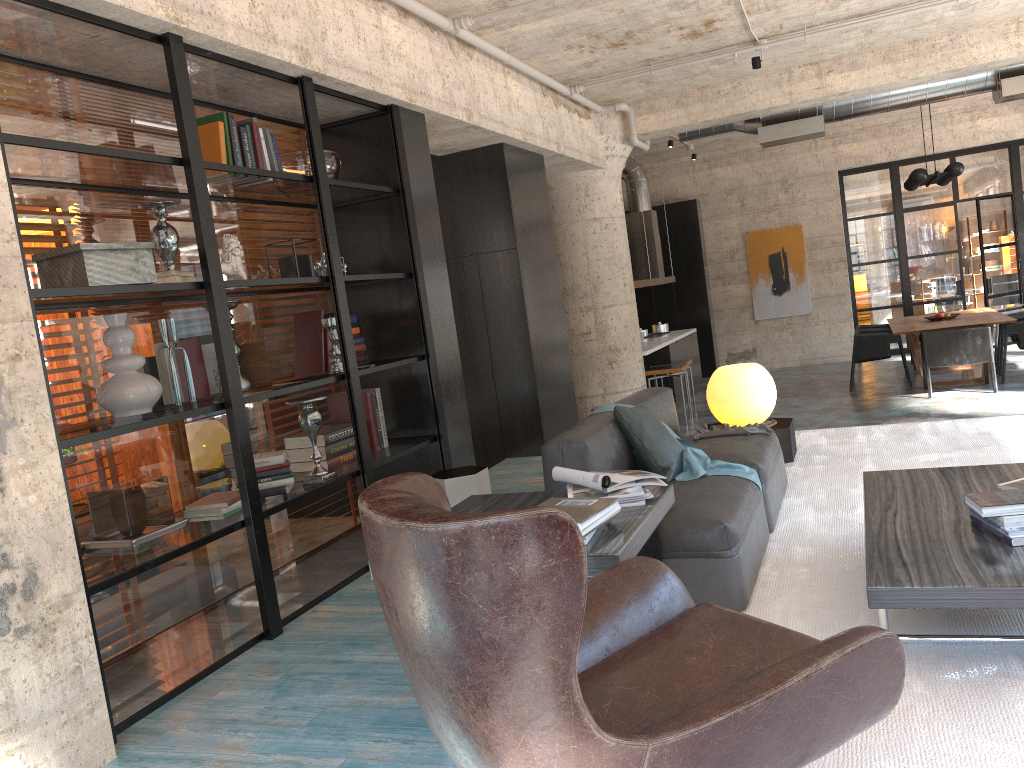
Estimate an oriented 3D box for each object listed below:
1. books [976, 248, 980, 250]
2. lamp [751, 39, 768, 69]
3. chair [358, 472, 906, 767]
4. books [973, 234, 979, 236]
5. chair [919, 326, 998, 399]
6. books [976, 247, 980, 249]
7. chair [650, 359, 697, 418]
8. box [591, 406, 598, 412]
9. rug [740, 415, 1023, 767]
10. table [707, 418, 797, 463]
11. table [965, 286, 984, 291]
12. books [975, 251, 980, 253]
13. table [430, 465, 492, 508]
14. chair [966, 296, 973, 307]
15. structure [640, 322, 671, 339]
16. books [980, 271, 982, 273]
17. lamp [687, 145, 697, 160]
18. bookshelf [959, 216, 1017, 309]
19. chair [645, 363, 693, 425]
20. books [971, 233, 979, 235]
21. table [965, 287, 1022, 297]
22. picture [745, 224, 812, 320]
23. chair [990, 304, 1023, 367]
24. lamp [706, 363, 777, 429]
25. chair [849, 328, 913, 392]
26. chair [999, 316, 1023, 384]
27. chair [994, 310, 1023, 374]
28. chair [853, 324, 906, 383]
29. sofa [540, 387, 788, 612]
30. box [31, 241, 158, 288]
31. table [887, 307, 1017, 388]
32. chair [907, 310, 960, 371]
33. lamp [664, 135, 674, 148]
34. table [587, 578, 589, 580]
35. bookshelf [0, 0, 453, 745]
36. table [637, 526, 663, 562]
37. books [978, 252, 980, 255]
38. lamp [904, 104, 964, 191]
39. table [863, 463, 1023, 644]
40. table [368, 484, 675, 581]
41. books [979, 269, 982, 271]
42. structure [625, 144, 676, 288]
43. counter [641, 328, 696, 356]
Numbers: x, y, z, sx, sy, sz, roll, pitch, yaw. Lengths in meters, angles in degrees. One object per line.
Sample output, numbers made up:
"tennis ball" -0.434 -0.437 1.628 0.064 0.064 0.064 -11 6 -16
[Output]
"books" 10.318 -2.957 19.298 0.379 0.036 0.244 -7 5 16
"lamp" 2.123 -2.824 7.596 0.141 0.215 0.107 -8 5 4
"chair" 0.231 0.617 1.949 0.975 0.940 0.820 -11 6 -28
"books" 10.140 -3.249 19.279 0.206 0.034 0.132 -6 6 22
"chair" 5.146 -0.280 10.264 0.707 0.738 0.754 -6 6 22
"books" 10.320 -2.987 19.315 0.355 0.021 0.272 -6 6 20
"chair" 2.083 0.071 11.357 0.450 0.698 0.450 -6 6 22
"box" 0.820 0.416 7.655 0.280 0.441 0.331 -7 5 11
"rug" 1.773 0.784 2.864 2.954 0.032 7.768 -6 6 22
"table" 1.540 0.424 5.899 0.616 0.230 1.044 -6 6 22
"table" 9.246 -1.558 17.883 1.800 0.721 0.800 -6 6 22
"books" 10.317 -2.904 19.327 0.379 0.036 0.244 -6 6 22
"table" -0.298 0.688 5.248 0.316 0.340 0.365 -12 7 -38
"chair" 8.617 -1.573 17.397 0.684 1.015 0.653 -12 6 -34
"structure" 2.055 -0.809 13.296 0.506 0.187 0.833 -6 6 22
"books" 10.441 -2.477 19.358 0.379 0.036 0.244 -6 5 17
"lamp" 2.843 -3.648 14.002 0.145 0.236 0.107 -8 5 5
"bookshelf" 9.903 -2.542 19.519 3.034 2.179 0.366 -6 6 22
"chair" 1.933 0.140 10.838 0.450 0.698 0.450 -6 6 22
"books" 10.134 -3.276 19.285 0.236 0.019 0.171 -7 5 15
"table" 8.763 -1.321 16.064 1.800 0.721 0.800 -6 6 22
"picture" 4.486 -1.871 14.922 0.928 1.494 0.029 -6 6 22
"chair" 6.779 -0.670 11.980 0.754 0.738 0.707 -6 6 22
"lamp" 1.559 0.081 6.028 0.462 0.417 0.462 -12 7 -40
"chair" 4.763 -0.347 11.563 0.754 0.738 0.707 -6 6 22
"chair" 6.162 -0.444 10.479 0.754 0.738 0.707 -5 6 27
"chair" 6.512 -0.564 11.241 0.754 0.738 0.707 -5 6 27
"chair" 5.034 -0.447 12.237 0.754 0.738 0.707 -6 6 22
"sofa" 0.753 0.439 4.456 1.019 0.680 2.063 -6 6 22
"box" -1.578 -0.438 3.375 0.306 0.157 0.312 -5 6 32
"table" 5.593 -0.459 11.403 1.299 0.756 2.410 -6 6 22
"chair" 6.082 -0.638 12.691 0.707 0.738 0.754 -6 6 22
"lamp" 2.163 -3.389 12.281 0.145 0.236 0.107 -8 5 5
"table" 0.322 0.816 2.925 0.316 0.340 0.365 -9 5 -8
"bookshelf" -1.321 -0.198 4.288 0.628 2.571 2.900 -6 6 22
"table" 0.392 0.733 3.513 0.420 0.390 0.413 -6 6 22
"books" 10.339 -2.860 19.315 0.326 0.055 0.255 -5 6 32
"lamp" 5.218 -3.172 11.141 0.583 1.327 1.813 -6 6 22
"table" 1.752 0.606 3.159 0.900 0.309 1.500 -6 6 22
"table" 0.106 0.731 2.985 0.800 0.570 0.800 -6 6 22
"books" 10.410 -2.507 19.329 0.379 0.036 0.244 -6 6 21
"structure" 1.566 -2.363 12.222 0.538 2.100 3.117 -6 6 22
"counter" 1.755 -0.552 12.258 1.000 0.046 3.500 -6 6 22
